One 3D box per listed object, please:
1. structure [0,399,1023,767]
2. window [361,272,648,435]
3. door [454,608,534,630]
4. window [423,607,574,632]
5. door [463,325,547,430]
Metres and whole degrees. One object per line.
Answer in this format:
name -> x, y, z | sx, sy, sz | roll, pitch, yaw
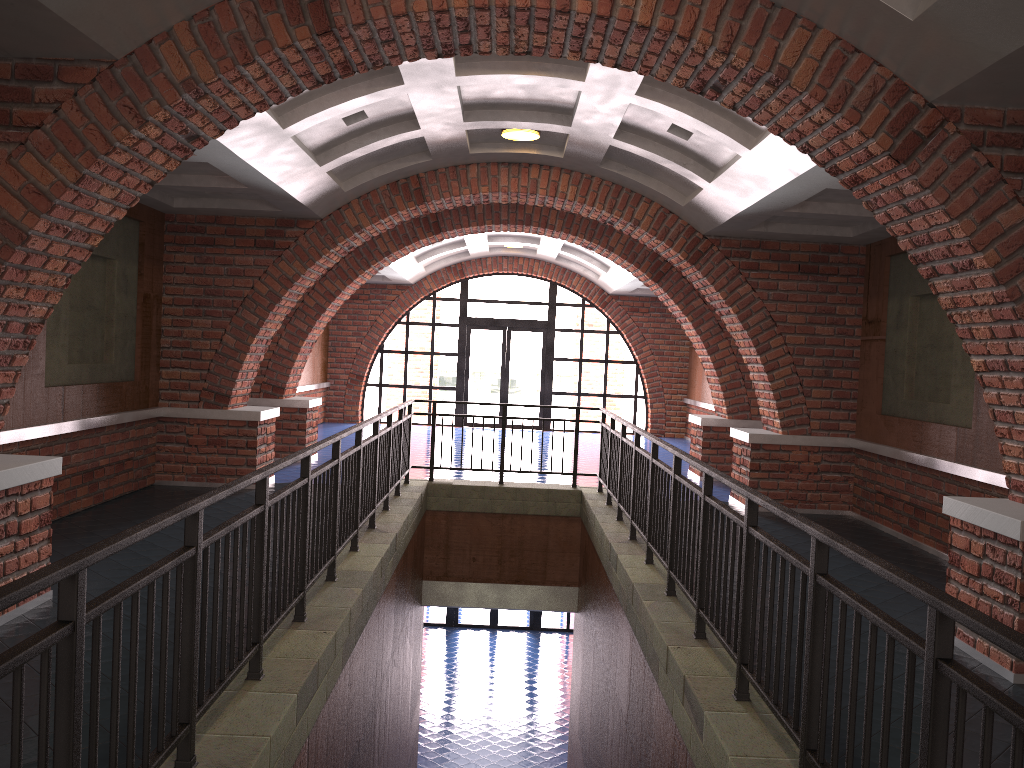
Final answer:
structure -> -0.139, 3.223, 4.954 | 2.464, 5.665, 11.177 | 3, 2, 0
window -> -0.077, -0.707, 19.375 | 6.353, 3.471, 0.100 | 3, 2, 0
door -> -0.358, 4.301, 19.534 | 1.754, 2.236, 0.040 | 3, 2, 0
window -> -0.277, 3.685, 19.510 | 6.353, 3.471, 0.100 | 3, 2, 0
door -> -0.156, -0.142, 19.398 | 1.754, 2.236, 0.040 | 3, 2, 0
